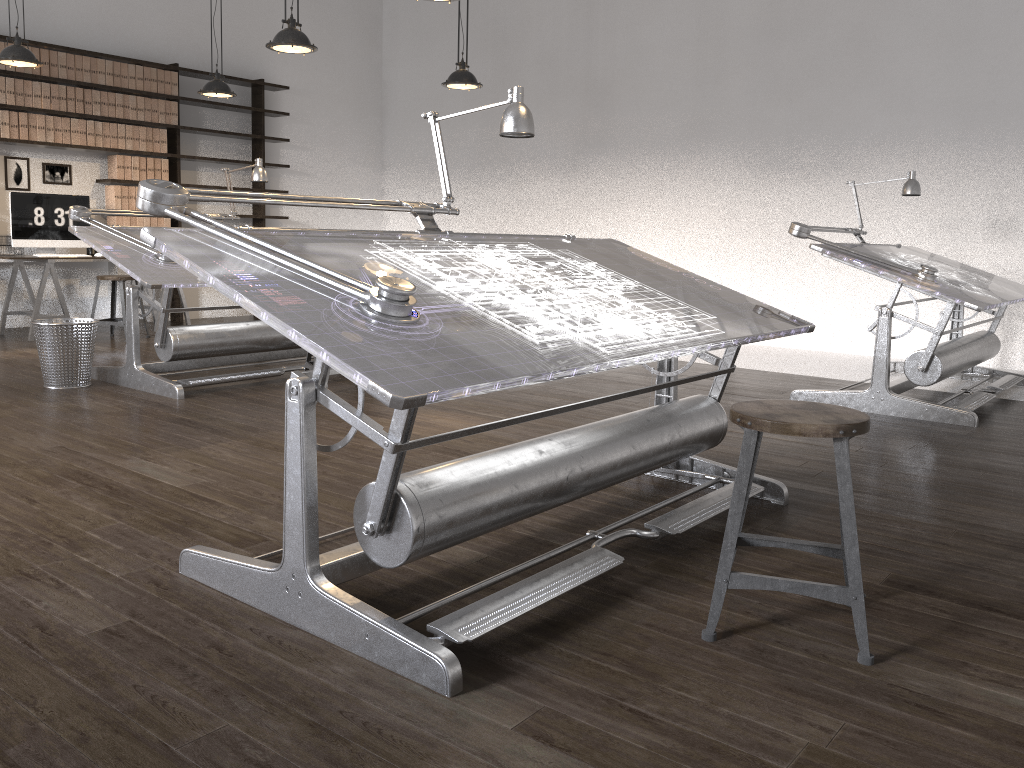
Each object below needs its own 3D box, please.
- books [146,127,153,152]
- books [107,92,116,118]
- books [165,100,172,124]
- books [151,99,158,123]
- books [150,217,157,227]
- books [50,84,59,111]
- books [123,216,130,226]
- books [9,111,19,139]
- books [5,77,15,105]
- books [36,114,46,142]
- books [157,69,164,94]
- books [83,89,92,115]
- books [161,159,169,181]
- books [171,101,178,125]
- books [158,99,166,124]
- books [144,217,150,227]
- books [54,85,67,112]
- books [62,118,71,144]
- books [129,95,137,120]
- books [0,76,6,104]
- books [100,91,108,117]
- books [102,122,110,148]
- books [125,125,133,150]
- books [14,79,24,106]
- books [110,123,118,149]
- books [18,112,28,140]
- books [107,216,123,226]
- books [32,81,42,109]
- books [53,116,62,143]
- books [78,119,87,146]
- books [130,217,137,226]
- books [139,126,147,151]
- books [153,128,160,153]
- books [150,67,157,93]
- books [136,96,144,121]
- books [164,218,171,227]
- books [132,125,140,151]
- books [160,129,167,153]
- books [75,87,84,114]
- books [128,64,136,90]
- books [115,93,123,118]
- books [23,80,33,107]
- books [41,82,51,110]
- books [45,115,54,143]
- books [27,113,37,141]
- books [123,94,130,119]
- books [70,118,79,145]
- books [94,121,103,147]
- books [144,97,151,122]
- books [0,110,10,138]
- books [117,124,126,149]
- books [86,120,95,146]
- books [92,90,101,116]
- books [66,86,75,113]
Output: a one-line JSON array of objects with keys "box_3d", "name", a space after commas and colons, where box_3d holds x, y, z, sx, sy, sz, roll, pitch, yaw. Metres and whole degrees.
[{"box_3d": [-3.444, -2.286, 8.305, 0.175, 0.224, 0.067, 7, 9, 38], "name": "books"}, {"box_3d": [-3.657, -2.512, 8.002, 0.175, 0.224, 0.067, 7, 9, 38], "name": "books"}, {"box_3d": [-3.314, -2.574, 8.426, 0.175, 0.224, 0.067, 7, 9, 38], "name": "books"}, {"box_3d": [-3.402, -2.559, 8.321, 0.175, 0.224, 0.067, 7, 9, 38], "name": "books"}, {"box_3d": [-3.446, -1.470, 8.419, 0.175, 0.224, 0.067, 7, 9, 38], "name": "books"}, {"box_3d": [-3.965, -2.454, 7.608, 0.175, 0.224, 0.067, 7, 9, 38], "name": "books"}, {"box_3d": [-3.609, -1.439, 8.209, 0.175, 0.224, 0.067, 7, 9, 38], "name": "books"}, {"box_3d": [-4.187, -2.151, 7.381, 0.175, 0.224, 0.067, 7, 9, 38], "name": "books"}, {"box_3d": [-4.188, -2.413, 7.334, 0.175, 0.224, 0.067, 7, 9, 38], "name": "books"}, {"box_3d": [-4.048, -2.174, 7.544, 0.175, 0.224, 0.067, 7, 9, 38], "name": "books"}, {"box_3d": [-3.351, -2.840, 8.341, 0.175, 0.224, 0.067, 7, 9, 38], "name": "books"}, {"box_3d": [-3.790, -2.487, 7.837, 0.175, 0.224, 0.067, 7, 9, 38], "name": "books"}, {"box_3d": [-3.354, -2.030, 8.454, 0.175, 0.224, 0.067, 7, 9, 38], "name": "books"}, {"box_3d": [-3.274, -2.581, 8.473, 0.175, 0.224, 0.067, 7, 9, 38], "name": "books"}, {"box_3d": [-3.352, -2.566, 8.371, 0.175, 0.224, 0.067, 7, 9, 38], "name": "books"}, {"box_3d": [-3.487, -1.462, 8.362, 0.175, 0.224, 0.067, 7, 9, 38], "name": "books"}, {"box_3d": [-3.929, -2.462, 7.660, 0.175, 0.224, 0.067, 7, 9, 38], "name": "books"}, {"box_3d": [-3.919, -2.199, 7.712, 0.175, 0.224, 0.067, 7, 9, 38], "name": "books"}, {"box_3d": [-3.531, -2.534, 8.153, 0.175, 0.224, 0.067, 7, 9, 38], "name": "books"}, {"box_3d": [-4.234, -2.405, 7.279, 0.175, 0.224, 0.067, 7, 9, 38], "name": "books"}, {"box_3d": [-3.701, -2.504, 7.947, 0.175, 0.224, 0.067, 7, 9, 38], "name": "books"}, {"box_3d": [-3.701, -2.240, 7.987, 0.175, 0.224, 0.067, 7, 9, 38], "name": "books"}, {"box_3d": [-3.565, -2.263, 8.150, 0.175, 0.224, 0.067, 7, 9, 38], "name": "books"}, {"box_3d": [-4.147, -2.422, 7.391, 0.175, 0.224, 0.067, 7, 9, 38], "name": "books"}, {"box_3d": [-3.656, -2.247, 8.040, 0.175, 0.224, 0.067, 7, 9, 38], "name": "books"}, {"box_3d": [-4.136, -2.159, 7.436, 0.175, 0.224, 0.067, 7, 9, 38], "name": "books"}, {"box_3d": [-3.656, -1.432, 8.160, 0.175, 0.224, 0.067, 7, 9, 38], "name": "books"}, {"box_3d": [-4.058, -2.438, 7.498, 0.175, 0.224, 0.067, 7, 9, 38], "name": "books"}, {"box_3d": [-3.965, -2.191, 7.659, 0.175, 0.224, 0.067, 7, 9, 38], "name": "books"}, {"box_3d": [-3.829, -2.214, 7.816, 0.175, 0.224, 0.067, 7, 9, 38], "name": "books"}, {"box_3d": [-3.571, -1.448, 8.264, 0.175, 0.224, 0.067, 7, 9, 38], "name": "books"}, {"box_3d": [-3.481, -2.278, 8.249, 0.175, 0.224, 0.067, 7, 9, 38], "name": "books"}, {"box_3d": [-3.400, -2.294, 8.360, 0.175, 0.224, 0.067, 7, 9, 38], "name": "books"}, {"box_3d": [-3.397, -2.831, 8.282, 0.175, 0.224, 0.067, 7, 9, 38], "name": "books"}, {"box_3d": [-3.485, -2.542, 8.208, 0.175, 0.224, 0.067, 7, 9, 38], "name": "books"}, {"box_3d": [-3.358, -1.485, 8.521, 0.175, 0.224, 0.067, 7, 9, 38], "name": "books"}, {"box_3d": [-3.527, -2.271, 8.200, 0.175, 0.224, 0.067, 7, 9, 38], "name": "books"}, {"box_3d": [-3.352, -2.302, 8.413, 0.175, 0.224, 0.067, 7, 9, 38], "name": "books"}, {"box_3d": [-3.833, -2.478, 7.775, 0.175, 0.224, 0.067, 7, 9, 38], "name": "books"}, {"box_3d": [-3.527, -2.807, 8.120, 0.175, 0.224, 0.067, 7, 9, 38], "name": "books"}, {"box_3d": [-3.610, -2.519, 8.051, 0.175, 0.224, 0.067, 7, 9, 38], "name": "books"}, {"box_3d": [-4.105, -2.430, 7.446, 0.175, 0.224, 0.067, 7, 9, 38], "name": "books"}, {"box_3d": [-4.010, -2.445, 7.552, 0.175, 0.224, 0.067, 7, 9, 38], "name": "books"}, {"box_3d": [-4.005, -2.183, 7.602, 0.175, 0.224, 0.067, 7, 9, 38], "name": "books"}, {"box_3d": [-4.094, -2.168, 7.497, 0.175, 0.224, 0.067, 7, 9, 38], "name": "books"}, {"box_3d": [-3.572, -2.527, 8.105, 0.175, 0.224, 0.067, 7, 9, 38], "name": "books"}, {"box_3d": [-3.872, -2.208, 7.769, 0.175, 0.224, 0.067, 7, 9, 38], "name": "books"}, {"box_3d": [-3.741, -2.231, 7.931, 0.175, 0.224, 0.067, 7, 9, 38], "name": "books"}, {"box_3d": [-3.444, -2.550, 8.265, 0.175, 0.224, 0.067, 7, 9, 38], "name": "books"}, {"box_3d": [-4.228, -2.142, 7.323, 0.175, 0.224, 0.067, 7, 9, 38], "name": "books"}, {"box_3d": [-3.609, -2.255, 8.092, 0.175, 0.224, 0.067, 7, 9, 38], "name": "books"}, {"box_3d": [-3.784, -2.223, 7.872, 0.175, 0.224, 0.067, 7, 9, 38], "name": "books"}, {"box_3d": [-3.742, -2.495, 7.889, 0.175, 0.224, 0.067, 7, 9, 38], "name": "books"}, {"box_3d": [-3.883, -2.470, 7.721, 0.175, 0.224, 0.067, 7, 9, 38], "name": "books"}]
